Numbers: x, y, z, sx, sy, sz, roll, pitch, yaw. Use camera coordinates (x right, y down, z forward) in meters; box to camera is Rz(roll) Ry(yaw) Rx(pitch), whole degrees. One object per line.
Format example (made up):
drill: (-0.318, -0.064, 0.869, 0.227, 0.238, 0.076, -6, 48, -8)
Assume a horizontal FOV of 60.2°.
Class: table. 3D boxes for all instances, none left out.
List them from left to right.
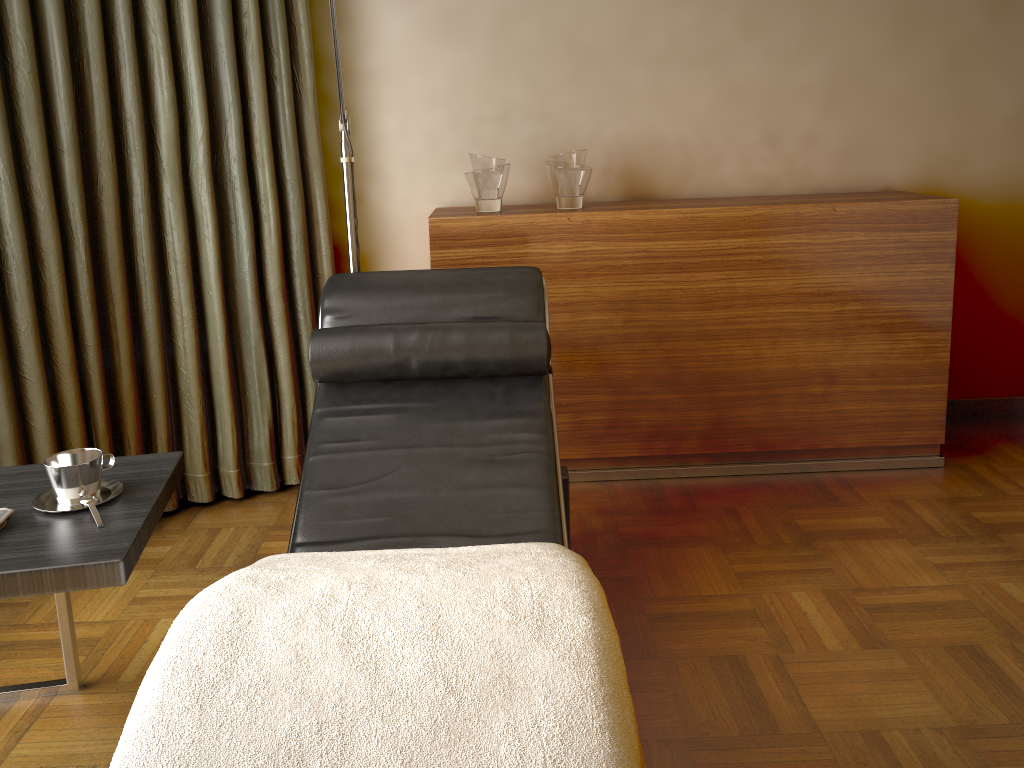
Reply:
table: (-0.896, 0.247, 1.562, 0.518, 0.044, 0.508, -5, 16, -9)

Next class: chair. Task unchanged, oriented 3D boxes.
chair: (-0.175, 0.288, 1.673, 0.635, 0.783, 1.823, -2, 15, -1)

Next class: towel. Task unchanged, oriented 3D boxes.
towel: (-0.971, 0.246, 1.459, 0.240, 0.035, 0.182, -1, 15, 3)

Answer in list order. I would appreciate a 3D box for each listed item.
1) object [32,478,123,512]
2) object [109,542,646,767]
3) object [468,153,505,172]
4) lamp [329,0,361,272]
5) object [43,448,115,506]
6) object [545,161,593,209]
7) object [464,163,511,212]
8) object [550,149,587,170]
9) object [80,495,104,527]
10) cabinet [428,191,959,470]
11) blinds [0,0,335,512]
object: (-0.786, 0.204, 1.602, 0.150, 0.009, 0.153, -1, 16, 5)
object: (-0.176, 0.577, 1.181, 0.917, 0.511, 0.926, -2, 15, 0)
object: (-0.081, -0.684, 2.902, 0.123, 0.147, 0.124, -6, 14, -18)
lamp: (-0.280, -0.308, 1.848, 0.451, 1.933, 1.441, -1, 13, 3)
object: (-0.787, 0.167, 1.602, 0.098, 0.077, 0.113, -2, 14, 1)
object: (0.188, -0.657, 2.912, 0.155, 0.151, 0.158, -4, 14, -10)
object: (-0.080, -0.647, 2.909, 0.157, 0.151, 0.157, -15, 18, -42)
object: (0.187, -0.694, 2.905, 0.123, 0.147, 0.124, -7, 14, -21)
object: (-0.723, 0.217, 1.523, 0.029, 0.019, 0.125, -10, 18, -30)
cabinet: (0.583, -0.193, 3.055, 1.673, 0.848, 0.423, -2, 12, -1)
blinds: (-1.191, -0.743, 2.417, 0.226, 2.410, 1.549, 8, 16, 43)
